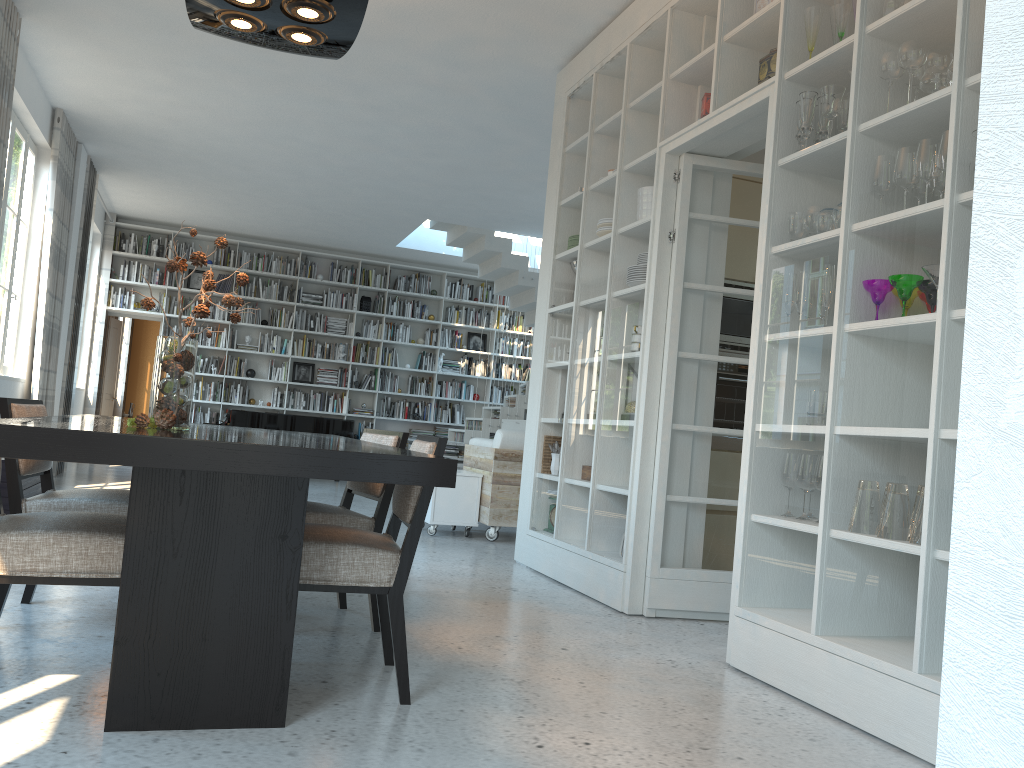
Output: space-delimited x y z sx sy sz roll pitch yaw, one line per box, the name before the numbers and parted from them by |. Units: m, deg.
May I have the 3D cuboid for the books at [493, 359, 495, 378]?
books | -0.294 -0.227 13.465 0.010 0.293 0.164 6 -3 -19

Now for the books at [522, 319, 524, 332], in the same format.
books | 0.152 -0.881 13.613 0.023 0.220 0.171 6 -3 -19

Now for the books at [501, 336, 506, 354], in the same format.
books | -0.142 -0.579 13.494 0.014 0.285 0.185 6 -3 -19

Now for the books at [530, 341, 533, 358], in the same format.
books | 0.271 -0.524 13.649 0.028 0.268 0.173 6 -3 -19

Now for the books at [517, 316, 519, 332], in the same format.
books | 0.063 -0.904 13.518 0.012 0.237 0.165 6 -3 -19

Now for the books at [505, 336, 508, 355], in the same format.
books | -0.107 -0.579 13.534 0.022 0.297 0.162 6 -3 -19

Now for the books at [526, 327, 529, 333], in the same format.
books | 0.216 -0.854 13.656 0.034 0.182 0.156 6 -3 -19

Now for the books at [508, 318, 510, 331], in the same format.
books | -0.074 -0.897 13.511 0.038 0.199 0.170 6 -3 -19

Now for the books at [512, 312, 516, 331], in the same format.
books | 0.019 -0.938 13.493 0.022 0.296 0.152 6 -3 -19

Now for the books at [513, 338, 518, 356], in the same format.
books | 0.035 -0.557 13.573 0.030 0.283 0.166 6 -3 -19

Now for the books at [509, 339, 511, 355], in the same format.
books | -0.053 -0.555 13.540 0.013 0.260 0.158 6 -3 -19

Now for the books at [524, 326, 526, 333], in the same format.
books | 0.180 -0.875 13.617 0.013 0.212 0.186 6 -3 -19

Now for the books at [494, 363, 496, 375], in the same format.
books | -0.287 -0.199 13.467 0.010 0.238 0.147 6 -3 -19

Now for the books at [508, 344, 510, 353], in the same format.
books | -0.079 -0.517 13.545 0.027 0.179 0.157 6 -3 -19

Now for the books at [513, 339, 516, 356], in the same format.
books | 0.011 -0.550 13.559 0.022 0.262 0.172 6 -3 -19

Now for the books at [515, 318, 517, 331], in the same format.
books | 0.031 -0.892 13.500 0.014 0.206 0.184 6 -3 -19

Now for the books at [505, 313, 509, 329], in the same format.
books | -0.087 -0.933 13.464 0.023 0.263 0.158 6 -3 -19

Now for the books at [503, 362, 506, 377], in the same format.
books | -0.140 -0.197 13.510 0.022 0.265 0.157 6 -3 -19

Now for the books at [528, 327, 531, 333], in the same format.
books | 0.252 -0.891 13.648 0.022 0.261 0.160 6 -3 -19

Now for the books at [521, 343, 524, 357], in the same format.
books | 0.139 -0.533 13.609 0.023 0.258 0.184 6 -3 -19

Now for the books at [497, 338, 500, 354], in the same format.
books | -0.230 -0.568 13.496 0.026 0.250 0.160 6 -3 -19

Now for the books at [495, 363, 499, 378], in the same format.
books | -0.245 -0.193 13.492 0.066 0.236 0.144 6 -3 -19

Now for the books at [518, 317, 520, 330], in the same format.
books | 0.077 -0.895 13.513 0.013 0.222 0.174 6 -3 -19

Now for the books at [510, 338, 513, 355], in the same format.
books | -0.037 -0.558 13.555 0.025 0.270 0.152 6 -3 -19

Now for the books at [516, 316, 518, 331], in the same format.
books | 0.047 -0.908 13.512 0.022 0.242 0.144 6 -3 -19

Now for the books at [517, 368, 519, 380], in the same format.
books | 0.075 -0.143 13.602 0.014 0.207 0.138 6 -3 -19

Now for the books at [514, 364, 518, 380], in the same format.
books | 0.043 -0.171 13.585 0.012 0.254 0.161 6 -3 -19

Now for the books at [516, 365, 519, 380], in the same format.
books | 0.059 -0.166 13.594 0.025 0.248 0.134 6 -3 -19

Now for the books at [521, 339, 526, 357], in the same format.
books | 0.166 -0.546 13.639 0.024 0.291 0.132 6 -3 -19

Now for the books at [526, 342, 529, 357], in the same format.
books | 0.217 -0.521 13.645 0.025 0.252 0.160 6 -3 -19

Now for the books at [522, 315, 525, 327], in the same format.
books | 0.168 -0.917 13.627 0.010 0.295 0.165 6 -3 -19

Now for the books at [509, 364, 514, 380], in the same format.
books | -0.016 -0.175 13.545 0.022 0.247 0.181 6 -3 -19

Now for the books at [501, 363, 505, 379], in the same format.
books | -0.160 -0.190 13.491 0.026 0.245 0.180 6 -3 -19

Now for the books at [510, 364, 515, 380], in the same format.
books | 0.005 -0.178 13.564 0.029 0.259 0.171 6 -3 -19

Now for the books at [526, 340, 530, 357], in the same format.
books | 0.238 -0.535 13.644 0.012 0.283 0.151 6 -3 -19

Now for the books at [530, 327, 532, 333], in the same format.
books | 0.282 -0.900 13.670 0.023 0.287 0.163 6 -3 -19

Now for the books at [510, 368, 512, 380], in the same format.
books | -0.049 -0.146 13.551 0.030 0.184 0.137 6 -3 -19

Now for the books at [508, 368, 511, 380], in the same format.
books | -0.066 -0.152 13.522 0.023 0.189 0.169 6 -3 -19

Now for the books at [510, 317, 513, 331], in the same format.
books | -0.033 -0.901 13.489 0.025 0.211 0.135 6 -3 -19

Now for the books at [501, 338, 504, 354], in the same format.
books | -0.167 -0.566 13.500 0.026 0.256 0.173 6 -3 -19

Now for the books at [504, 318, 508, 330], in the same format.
books | -0.107 -0.901 13.440 0.024 0.193 0.190 6 -3 -19

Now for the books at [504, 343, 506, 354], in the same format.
books | -0.137 -0.529 13.529 0.028 0.191 0.136 6 -3 -19

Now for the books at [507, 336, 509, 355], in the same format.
books | -0.088 -0.575 13.528 0.012 0.292 0.165 6 -3 -19

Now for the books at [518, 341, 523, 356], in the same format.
books | 0.109 -0.530 13.592 0.045 0.245 0.177 6 -3 -19

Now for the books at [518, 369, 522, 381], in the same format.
books | 0.105 -0.129 13.570 0.024 0.181 0.191 6 -3 -19

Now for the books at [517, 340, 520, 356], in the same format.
books | 0.076 -0.537 13.602 0.012 0.254 0.161 6 -3 -19

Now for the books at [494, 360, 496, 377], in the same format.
books | -0.280 -0.218 13.480 0.010 0.279 0.147 6 -3 -19

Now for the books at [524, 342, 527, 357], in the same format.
books | 0.187 -0.516 13.646 0.028 0.237 0.146 6 -3 -19

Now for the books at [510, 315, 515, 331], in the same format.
books | -0.002 -0.920 13.480 0.023 0.253 0.189 6 -3 -19

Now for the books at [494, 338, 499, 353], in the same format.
books | -0.244 -0.573 13.478 0.012 0.254 0.161 6 -3 -19

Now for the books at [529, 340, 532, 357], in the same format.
books | 0.251 -0.530 13.645 0.013 0.277 0.188 6 -3 -19

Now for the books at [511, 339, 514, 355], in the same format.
books | -0.011 -0.550 13.554 0.024 0.259 0.156 6 -3 -19

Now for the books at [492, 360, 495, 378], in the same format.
books | -0.307 -0.222 13.445 0.025 0.277 0.160 6 -3 -19

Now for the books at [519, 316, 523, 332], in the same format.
books | 0.096 -0.901 13.543 0.042 0.242 0.248 6 -3 -19

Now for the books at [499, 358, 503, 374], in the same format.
books | -0.181 -0.230 13.505 0.012 0.322 0.141 6 -3 -19

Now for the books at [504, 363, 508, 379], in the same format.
books | -0.100 -0.192 13.511 0.056 0.261 0.176 6 -3 -19

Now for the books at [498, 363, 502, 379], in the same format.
books | -0.195 -0.193 13.480 0.022 0.243 0.170 6 -3 -19

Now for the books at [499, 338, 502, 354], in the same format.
books | -0.198 -0.566 13.477 0.023 0.247 0.182 6 -3 -19
